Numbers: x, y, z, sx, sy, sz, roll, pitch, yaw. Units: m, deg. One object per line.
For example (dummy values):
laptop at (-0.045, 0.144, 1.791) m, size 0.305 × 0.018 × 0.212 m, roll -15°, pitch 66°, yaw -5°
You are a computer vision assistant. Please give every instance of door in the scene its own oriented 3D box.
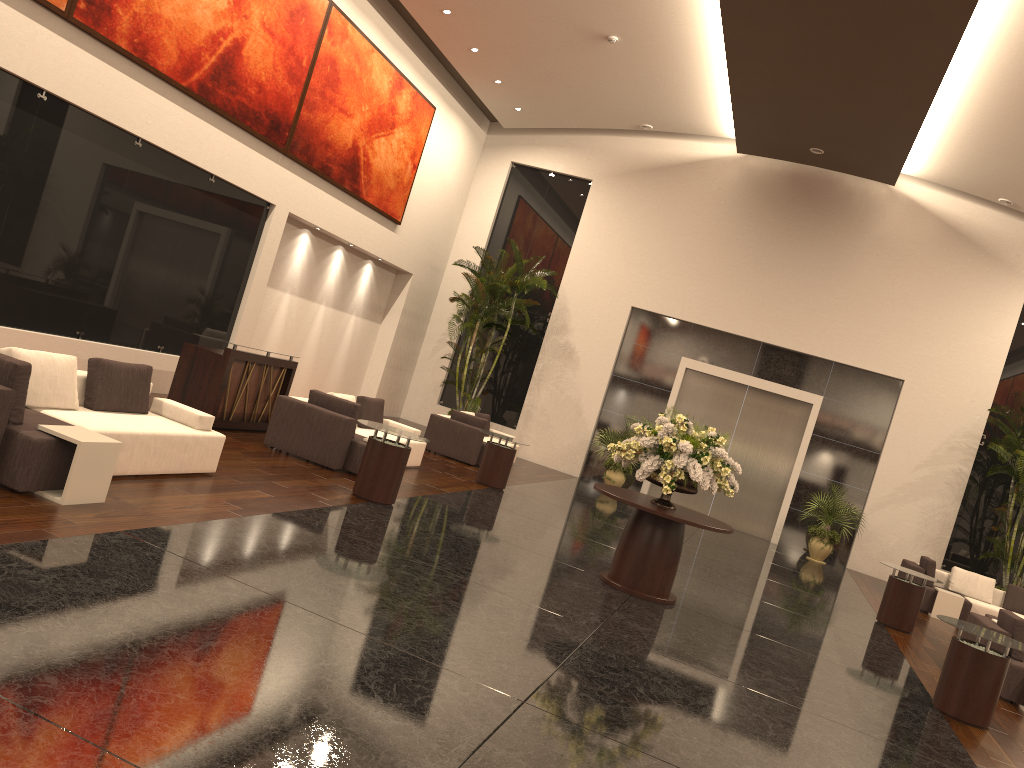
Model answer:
door at (4.683, 1.499, 19.251) m, size 2.767 × 3.048 × 0.040 m, roll 17°, pitch 1°, yaw 17°

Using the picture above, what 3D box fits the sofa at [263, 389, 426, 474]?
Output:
sofa at (-2.020, 0.653, 12.238) m, size 1.291 × 0.862 × 2.846 m, roll 17°, pitch 1°, yaw 17°

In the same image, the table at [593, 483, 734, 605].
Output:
table at (1.450, 1.718, 9.312) m, size 1.498 × 0.921 × 1.498 m, roll 17°, pitch 1°, yaw 8°

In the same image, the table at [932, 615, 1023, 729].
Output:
table at (4.167, 2.633, 8.022) m, size 0.833 × 0.795 × 0.844 m, roll 17°, pitch 1°, yaw -22°

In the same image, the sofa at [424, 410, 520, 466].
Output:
sofa at (-0.563, 1.051, 17.203) m, size 1.291 × 0.862 × 2.846 m, roll 17°, pitch 1°, yaw 17°

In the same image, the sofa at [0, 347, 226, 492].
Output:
sofa at (-3.472, 0.256, 7.288) m, size 1.291 × 0.862 × 2.846 m, roll 17°, pitch 1°, yaw 17°

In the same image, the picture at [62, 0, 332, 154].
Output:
picture at (-3.860, -5.005, 11.791) m, size 0.070 × 2.526 × 4.515 m, roll 17°, pitch 1°, yaw 17°

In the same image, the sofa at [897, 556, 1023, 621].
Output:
sofa at (8.128, 3.747, 15.064) m, size 2.846 × 0.862 × 1.291 m, roll 17°, pitch 1°, yaw 17°

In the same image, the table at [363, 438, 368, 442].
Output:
table at (-1.698, 0.973, 11.298) m, size 0.400 × 0.460 × 0.400 m, roll 17°, pitch 1°, yaw 17°

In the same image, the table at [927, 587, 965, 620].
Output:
table at (7.167, 3.667, 14.664) m, size 0.400 × 0.460 × 0.400 m, roll 17°, pitch 1°, yaw 17°

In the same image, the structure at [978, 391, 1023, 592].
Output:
structure at (9.664, 2.247, 16.289) m, size 2.436 × 4.611 × 2.531 m, roll 17°, pitch 1°, yaw -11°

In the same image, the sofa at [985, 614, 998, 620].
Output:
sofa at (7.657, 3.628, 12.474) m, size 2.586 × 0.862 × 3.366 m, roll 17°, pitch 1°, yaw 17°

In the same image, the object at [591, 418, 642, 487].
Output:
object at (2.379, 1.510, 19.070) m, size 1.373 × 1.682 × 1.297 m, roll 17°, pitch 1°, yaw -40°

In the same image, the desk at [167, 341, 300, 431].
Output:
desk at (-3.707, 0.003, 11.954) m, size 0.760 × 1.114 × 1.634 m, roll 17°, pitch 1°, yaw 17°

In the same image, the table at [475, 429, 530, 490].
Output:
table at (-0.233, 1.219, 13.944) m, size 0.833 × 0.795 × 0.844 m, roll 17°, pitch 1°, yaw -22°

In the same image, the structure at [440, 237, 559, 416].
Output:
structure at (-0.554, -0.931, 19.692) m, size 2.436 × 4.611 × 2.531 m, roll 17°, pitch 1°, yaw -11°

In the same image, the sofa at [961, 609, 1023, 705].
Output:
sofa at (6.535, 3.311, 9.636) m, size 2.846 × 0.862 × 1.291 m, roll 17°, pitch 1°, yaw 17°

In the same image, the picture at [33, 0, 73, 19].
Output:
picture at (-5.128, -5.351, 7.468) m, size 0.070 × 2.526 × 4.515 m, roll 17°, pitch 1°, yaw 17°

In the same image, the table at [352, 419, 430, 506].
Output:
table at (-1.421, 0.895, 9.801) m, size 0.833 × 0.795 × 0.844 m, roll 17°, pitch 1°, yaw -22°

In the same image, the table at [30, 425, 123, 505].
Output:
table at (-3.151, 0.576, 6.349) m, size 0.400 × 0.460 × 0.400 m, roll 17°, pitch 1°, yaw 17°

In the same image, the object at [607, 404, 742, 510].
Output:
object at (1.770, 0.762, 9.292) m, size 1.453 × 1.097 × 1.402 m, roll 17°, pitch 1°, yaw -27°

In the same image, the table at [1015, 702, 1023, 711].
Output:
table at (5.575, 3.231, 9.237) m, size 0.400 × 0.460 × 0.400 m, roll 17°, pitch 1°, yaw 17°

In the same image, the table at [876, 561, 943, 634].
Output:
table at (5.355, 2.956, 12.165) m, size 0.833 × 0.795 × 0.844 m, roll 17°, pitch 1°, yaw -22°

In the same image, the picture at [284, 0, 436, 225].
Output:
picture at (-2.590, -4.658, 16.117) m, size 0.070 × 2.526 × 4.515 m, roll 17°, pitch 1°, yaw 17°

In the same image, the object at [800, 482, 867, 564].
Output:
object at (6.322, 2.736, 17.760) m, size 1.373 × 1.682 × 1.297 m, roll 17°, pitch 1°, yaw -35°
